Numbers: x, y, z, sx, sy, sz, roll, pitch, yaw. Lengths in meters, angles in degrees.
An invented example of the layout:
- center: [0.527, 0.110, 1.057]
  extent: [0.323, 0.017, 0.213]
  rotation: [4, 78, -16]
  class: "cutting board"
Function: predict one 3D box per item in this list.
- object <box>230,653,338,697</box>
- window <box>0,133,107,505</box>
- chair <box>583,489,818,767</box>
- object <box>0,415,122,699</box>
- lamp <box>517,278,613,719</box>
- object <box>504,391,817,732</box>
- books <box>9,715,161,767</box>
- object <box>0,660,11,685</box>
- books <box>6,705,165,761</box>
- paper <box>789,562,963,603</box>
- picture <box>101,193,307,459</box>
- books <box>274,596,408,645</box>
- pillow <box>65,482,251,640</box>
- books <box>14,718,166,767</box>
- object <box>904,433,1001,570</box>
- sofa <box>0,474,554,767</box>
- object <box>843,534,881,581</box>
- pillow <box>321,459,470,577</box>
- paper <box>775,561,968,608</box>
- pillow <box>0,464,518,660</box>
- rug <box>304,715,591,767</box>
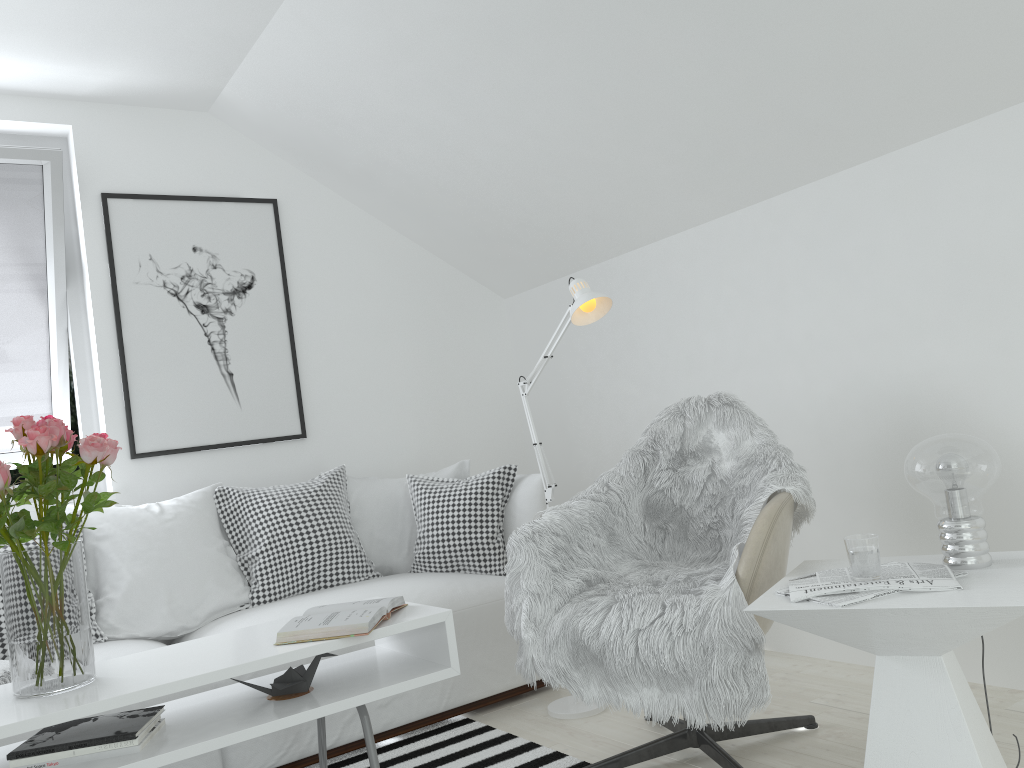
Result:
- center: [-0.551, 0.709, 2.156]
  extent: [0.194, 0.088, 0.186]
  rotation: [-5, -5, -45]
  class: "object"
- center: [-5.380, 0.343, 3.488]
  extent: [12.055, 8.137, 4.514]
  rotation: [-6, -4, -34]
  class: "window"
- center: [0.471, 0.535, 2.477]
  extent: [0.719, 0.941, 0.776]
  rotation: [-10, -4, 31]
  class: "chair"
- center: [-1.014, 0.362, 1.930]
  extent: [0.350, 0.599, 0.327]
  rotation: [-7, -3, -14]
  class: "object"
- center: [0.201, 0.374, 2.822]
  extent: [0.196, 1.373, 0.527]
  rotation: [-6, -4, -29]
  class: "lamp"
- center: [0.450, 0.430, 2.479]
  extent: [0.784, 0.789, 0.954]
  rotation: [-10, -4, 37]
  class: "object"
- center: [-0.916, 0.768, 1.921]
  extent: [0.254, 0.014, 0.191]
  rotation: [-7, -3, -9]
  class: "books"
- center: [-1.617, 0.898, 2.441]
  extent: [0.670, 0.291, 0.831]
  rotation: [-6, -4, -35]
  class: "object"
- center: [-0.917, 0.755, 1.929]
  extent: [0.257, 0.012, 0.207]
  rotation: [-8, -3, -6]
  class: "books"
- center: [0.724, 0.399, 1.800]
  extent: [0.312, 0.024, 0.205]
  rotation: [-9, -4, 16]
  class: "paper"
- center: [-1.273, -0.263, 3.717]
  extent: [0.720, 1.072, 0.015]
  rotation: [-6, -4, -34]
  class: "picture"
- center: [-0.418, 0.579, 2.212]
  extent: [0.231, 0.040, 0.342]
  rotation: [-8, -3, 8]
  class: "books"
- center: [-1.229, 0.628, 3.089]
  extent: [0.599, 0.505, 0.391]
  rotation: [-6, -4, -34]
  class: "pillow"
- center: [-0.910, 0.782, 1.920]
  extent: [0.259, 0.014, 0.191]
  rotation: [-8, -3, -7]
  class: "books"
- center: [0.937, 0.244, 1.869]
  extent: [0.185, 0.279, 0.185]
  rotation: [-5, -4, -40]
  class: "object"
- center: [-1.099, 0.868, 2.921]
  extent: [2.647, 0.768, 0.917]
  rotation: [-6, -4, -34]
  class: "sofa"
- center: [0.715, 0.353, 1.801]
  extent: [0.067, 0.087, 0.067]
  rotation: [-5, -4, -36]
  class: "object"
- center: [-0.448, 0.563, 3.594]
  extent: [0.623, 0.498, 0.333]
  rotation: [-8, -3, 0]
  class: "pillow"
- center: [0.724, 0.403, 1.800]
  extent: [0.312, 0.015, 0.205]
  rotation: [-7, -4, -19]
  class: "paper"
- center: [-1.157, 0.613, 2.969]
  extent: [2.488, 0.513, 0.676]
  rotation: [-6, -4, -32]
  class: "pillow"
- center: [-0.195, 1.038, 1.382]
  extent: [1.846, 0.004, 4.362]
  rotation: [-6, -4, -34]
  class: "rug"
